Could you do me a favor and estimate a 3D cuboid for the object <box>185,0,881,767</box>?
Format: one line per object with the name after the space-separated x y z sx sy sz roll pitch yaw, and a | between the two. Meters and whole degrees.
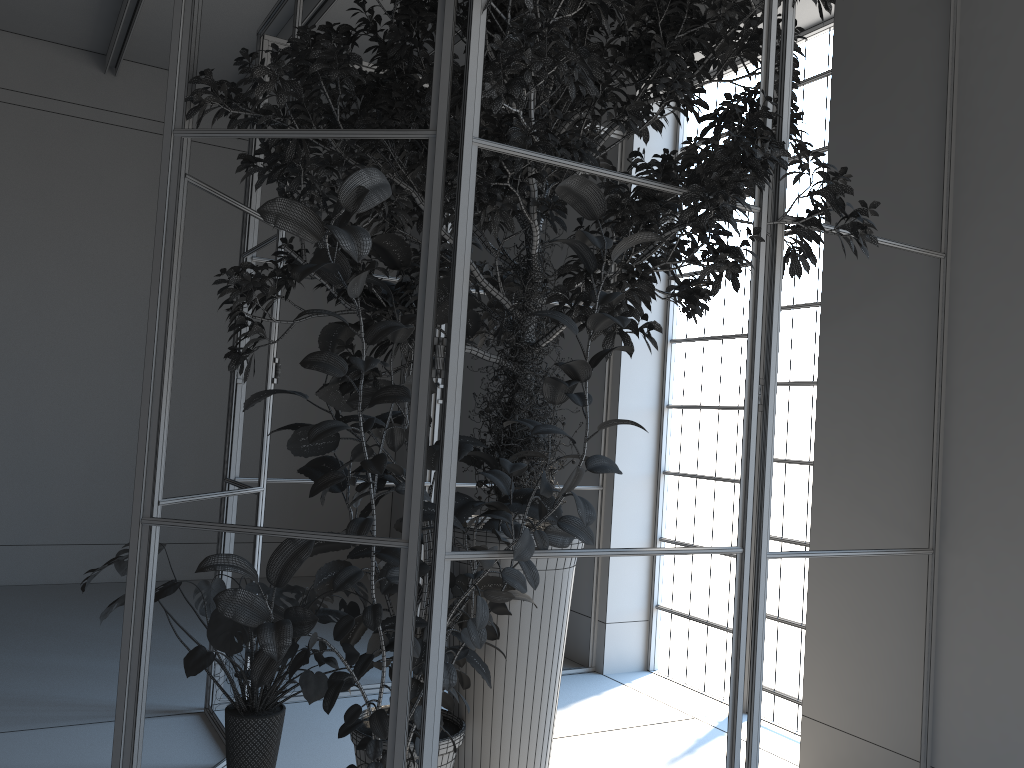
0.045 -0.415 3.388 2.486 4.154 2.243 2 -3 32 | object

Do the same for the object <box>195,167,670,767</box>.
-0.318 0.524 2.751 1.253 2.183 1.309 5 -3 -19 | object

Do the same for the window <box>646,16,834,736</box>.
3.421 -0.093 1.501 0.070 3.834 9.755 5 -3 -30 | window

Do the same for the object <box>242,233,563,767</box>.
-0.463 0.535 3.391 1.270 2.157 0.868 4 -3 1 | object

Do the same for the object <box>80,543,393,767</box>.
-0.973 1.097 3.246 1.125 1.001 0.920 5 -3 -32 | object

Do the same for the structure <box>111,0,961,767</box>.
-0.069 -0.016 3.818 2.994 3.454 2.452 5 -3 -30 | structure
